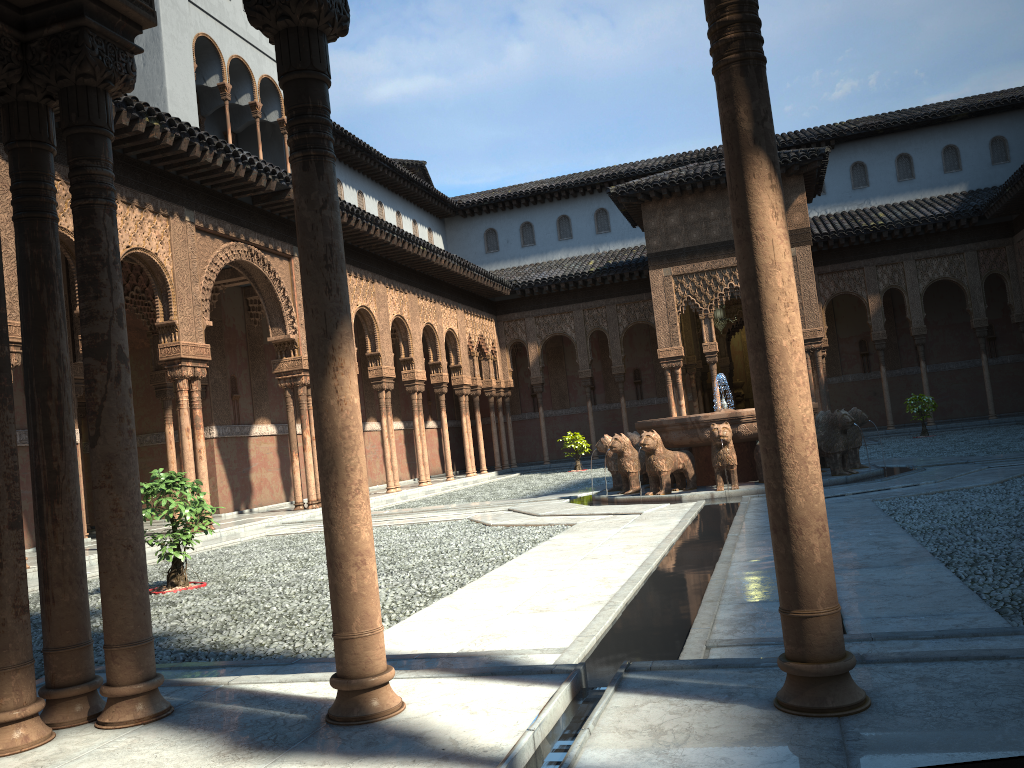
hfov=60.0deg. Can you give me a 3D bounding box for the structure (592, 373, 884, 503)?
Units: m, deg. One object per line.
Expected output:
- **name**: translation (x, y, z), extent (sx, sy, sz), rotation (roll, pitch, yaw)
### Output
- **structure**: translation (3.550, 0.806, 14.649), extent (4.508, 1.991, 4.508), rotation (-7, -4, 16)
